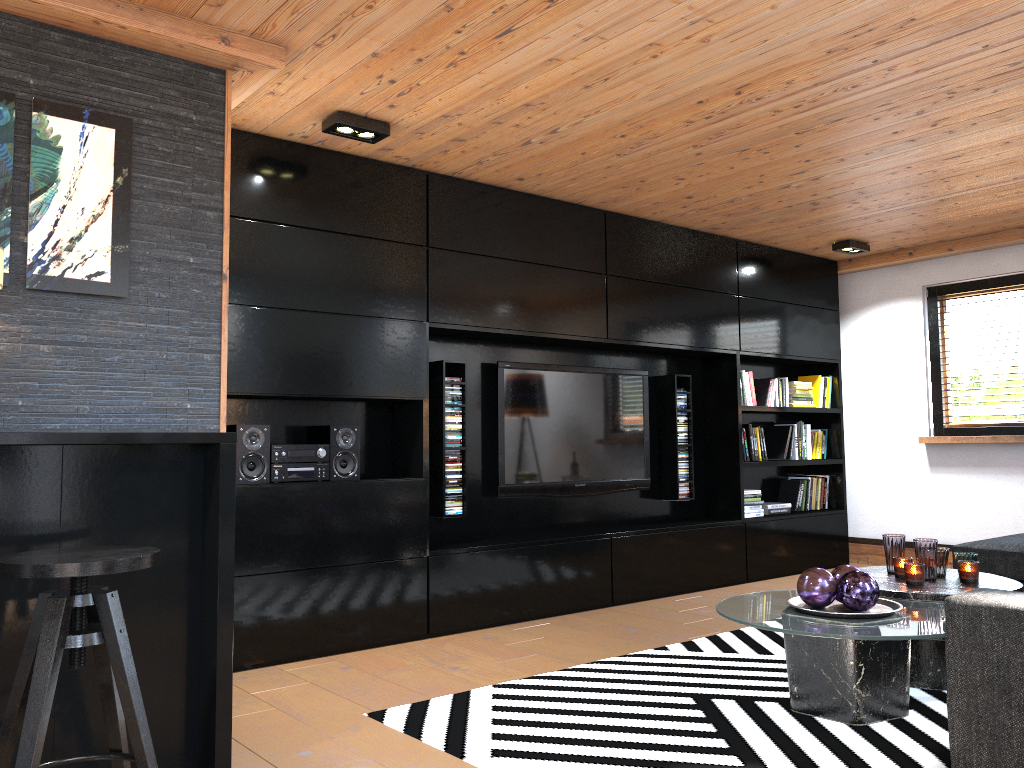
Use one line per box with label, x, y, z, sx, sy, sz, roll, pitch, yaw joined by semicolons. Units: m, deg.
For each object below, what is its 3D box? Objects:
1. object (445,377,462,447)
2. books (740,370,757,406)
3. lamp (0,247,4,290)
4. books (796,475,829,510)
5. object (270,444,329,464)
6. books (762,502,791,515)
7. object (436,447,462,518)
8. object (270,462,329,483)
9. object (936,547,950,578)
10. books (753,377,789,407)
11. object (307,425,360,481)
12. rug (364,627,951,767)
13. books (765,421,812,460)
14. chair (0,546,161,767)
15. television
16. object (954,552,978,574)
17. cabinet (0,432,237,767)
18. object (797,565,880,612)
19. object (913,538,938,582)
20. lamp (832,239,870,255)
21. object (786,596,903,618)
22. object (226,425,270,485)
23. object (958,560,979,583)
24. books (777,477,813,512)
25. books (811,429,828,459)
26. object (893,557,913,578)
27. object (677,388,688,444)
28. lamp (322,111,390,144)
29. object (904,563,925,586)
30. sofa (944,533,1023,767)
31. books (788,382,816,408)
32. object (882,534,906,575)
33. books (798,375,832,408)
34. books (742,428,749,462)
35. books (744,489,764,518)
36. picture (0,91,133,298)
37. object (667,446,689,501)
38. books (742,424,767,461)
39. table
object;-0.363;0.157;4.871;0.126;0.380;0.123;3;-6;-39
books;1.592;0.029;6.357;0.243;0.270;0.205;3;-6;-39
lamp;-1.527;-0.121;2.398;0.250;0.516;0.244;3;-6;-35
books;2.348;0.853;6.975;0.255;0.261;0.210;3;-6;-39
object;-1.055;0.333;4.212;0.288;0.088;0.267;3;-5;-39
books;1.909;0.927;6.600;0.269;0.073;0.207;2;-5;-35
object;-0.360;0.535;4.840;0.126;0.379;0.123;3;-6;-39
object;-1.057;0.419;4.210;0.288;0.088;0.255;3;-5;-39
object;1.781;0.751;3.729;0.112;0.122;0.114;-3;-5;27
books;1.927;0.068;6.702;0.287;0.233;0.180;2;-5;-36
object;-0.877;0.338;4.359;0.158;0.266;0.262;3;-6;-39
rug;1.110;1.181;3.476;2.934;0.020;1.641;3;-5;-39
books;2.089;0.432;6.768;0.349;0.296;0.219;3;-6;-39
chair;-1.048;0.773;2.126;0.397;0.722;0.388;3;-6;-39
television;0.403;0.294;5.500;1.267;0.814;0.050;3;-6;-38
object;1.908;0.761;3.722;0.093;0.099;0.092;0;-4;-2
cabinet;-1.594;0.634;2.274;1.644;1.011;0.424;3;-6;-39
object;1.193;0.733;3.204;0.281;0.143;0.267;-3;-5;35
object;1.702;0.723;3.641;0.094;0.168;0.095;-2;-5;22
lamp;2.456;-0.996;6.420;0.264;0.068;0.153;3;-5;-39
object;1.191;0.798;3.182;0.398;0.022;0.391;1;-4;-20
object;-1.237;0.323;4.070;0.158;0.266;0.262;3;-6;-39
object;1.849;0.760;3.588;0.080;0.081;0.078;1;-5;-24
books;2.184;0.849;6.842;0.247;0.256;0.204;3;-6;-40
books;2.337;0.475;6.981;0.293;0.238;0.186;3;-6;-40
object;1.645;0.772;3.727;0.080;0.081;0.078;1;-5;-24
object;1.107;0.221;6.053;0.126;0.380;0.123;3;-6;-39
lamp;-0.685;-1.133;3.897;0.264;0.068;0.153;3;-5;-39
object;1.610;0.760;3.544;0.080;0.081;0.078;1;-5;-24
sofa;2.365;0.756;3.367;3.125;0.819;2.062;3;-5;-39
books;2.173;0.090;6.857;0.299;0.197;0.257;2;-5;-36
object;1.655;0.737;3.833;0.094;0.168;0.095;-2;-5;22
books;2.392;0.068;7.006;0.213;0.261;0.210;3;-6;-39
books;1.568;0.426;6.365;0.239;0.270;0.207;3;-6;-39
books;1.633;0.858;6.373;0.305;0.188;0.256;2;-5;-32
picture;-1.612;-0.592;2.601;0.936;0.594;0.010;3;-6;-39
object;1.111;0.599;6.022;0.126;0.379;0.123;3;-6;-39
books;1.736;0.430;6.500;0.239;0.270;0.207;3;-6;-39
table;1.439;0.976;3.365;1.541;0.372;0.885;2;-5;-38
